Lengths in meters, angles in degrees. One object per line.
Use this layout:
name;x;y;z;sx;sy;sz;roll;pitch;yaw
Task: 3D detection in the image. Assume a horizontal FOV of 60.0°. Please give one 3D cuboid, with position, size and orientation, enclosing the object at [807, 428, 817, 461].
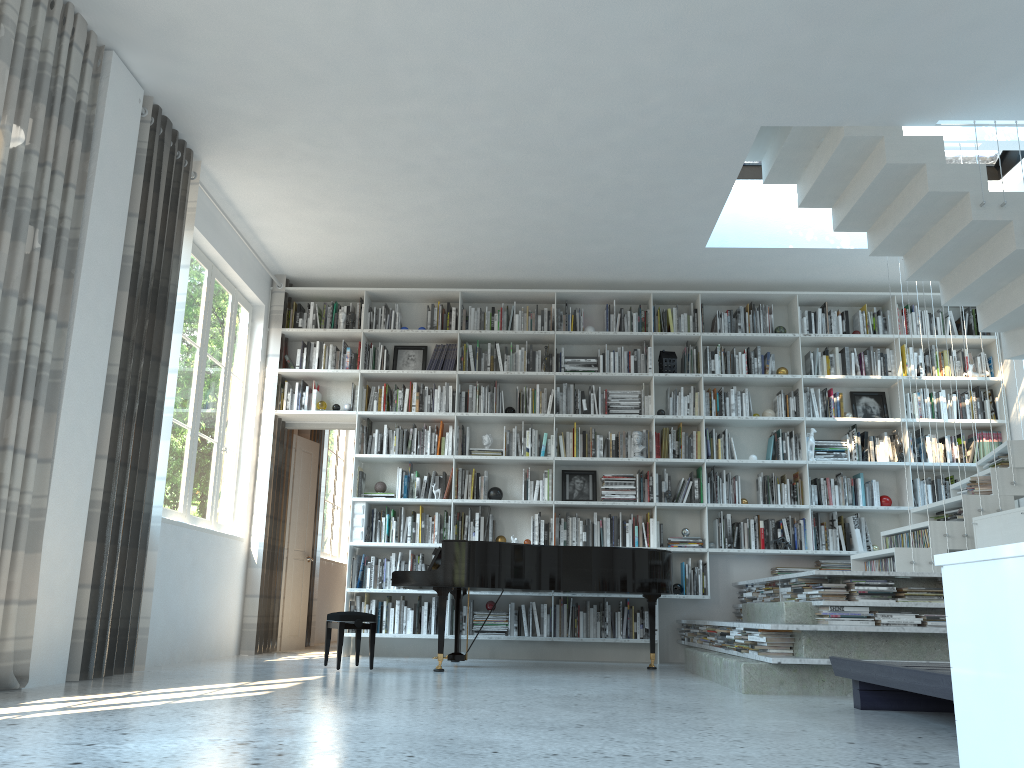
object;2.504;0.511;7.421;0.087;0.287;0.075;-9;-17;36

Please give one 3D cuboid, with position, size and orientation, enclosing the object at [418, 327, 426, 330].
object;-0.801;-0.466;7.899;0.082;0.083;0.083;6;-15;-20

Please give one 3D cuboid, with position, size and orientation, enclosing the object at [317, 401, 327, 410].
object;-1.657;0.189;7.731;0.087;0.087;0.087;12;-18;-38

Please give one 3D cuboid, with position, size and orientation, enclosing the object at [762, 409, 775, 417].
object;2.216;0.273;7.652;0.112;0.112;0.112;6;-15;-20

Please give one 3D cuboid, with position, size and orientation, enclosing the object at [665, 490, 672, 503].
object;1.298;0.935;7.357;0.054;0.113;0.079;1;-14;1

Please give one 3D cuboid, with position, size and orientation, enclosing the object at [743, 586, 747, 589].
object;1.984;1.668;7.261;0.131;0.024;0.291;0;-14;4

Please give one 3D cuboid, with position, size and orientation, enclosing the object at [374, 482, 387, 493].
object;-1.125;0.888;7.588;0.105;0.106;0.105;6;-15;-20

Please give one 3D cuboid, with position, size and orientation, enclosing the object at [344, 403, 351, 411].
object;-1.434;0.206;7.749;0.071;0.072;0.071;6;-15;-20

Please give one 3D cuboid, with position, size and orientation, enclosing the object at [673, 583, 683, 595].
object;1.347;1.672;7.221;0.094;0.094;0.094;12;-18;-38

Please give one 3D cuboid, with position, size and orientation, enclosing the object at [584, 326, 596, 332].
object;0.686;-0.461;7.842;0.105;0.105;0.105;6;-15;-20

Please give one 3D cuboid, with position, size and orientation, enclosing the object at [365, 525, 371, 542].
object;-1.199;1.251;7.378;0.045;0.146;0.045;-10;-18;39

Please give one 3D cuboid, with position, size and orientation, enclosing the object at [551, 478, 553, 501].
object;0.343;0.920;7.578;0.017;0.215;0.104;1;-14;2

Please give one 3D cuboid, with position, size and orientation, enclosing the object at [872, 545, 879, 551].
object;3.008;1.369;7.358;0.071;0.072;0.071;12;-18;-38

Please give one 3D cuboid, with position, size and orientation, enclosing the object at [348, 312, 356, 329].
object;-1.416;-0.545;7.822;0.067;0.197;0.068;-12;-19;43

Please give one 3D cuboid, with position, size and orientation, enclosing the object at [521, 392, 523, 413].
object;0.086;0.196;7.754;0.010;0.225;0.143;1;-14;2

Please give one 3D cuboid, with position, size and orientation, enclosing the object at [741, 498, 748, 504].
object;1.951;0.999;7.470;0.071;0.072;0.071;12;-18;-38

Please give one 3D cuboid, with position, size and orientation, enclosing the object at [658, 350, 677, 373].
object;1.356;-0.175;7.719;0.135;0.247;0.136;3;-14;-8

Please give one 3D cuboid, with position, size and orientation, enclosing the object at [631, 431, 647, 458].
object;1.063;0.521;7.491;0.137;0.243;0.138;10;-16;-31

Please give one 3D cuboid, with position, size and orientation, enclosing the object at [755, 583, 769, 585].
object;1.951;1.508;6.686;0.159;0.007;0.286;1;-14;-1

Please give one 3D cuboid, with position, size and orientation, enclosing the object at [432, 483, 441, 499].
object;-0.636;0.900;7.427;0.082;0.139;0.044;5;-14;-14

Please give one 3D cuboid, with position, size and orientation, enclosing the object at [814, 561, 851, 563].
object;2.674;1.482;7.355;0.285;0.005;0.160;1;-14;2

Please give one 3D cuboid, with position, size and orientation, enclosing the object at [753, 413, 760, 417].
object;2.100;0.287;7.628;0.068;0.068;0.068;6;-15;-20

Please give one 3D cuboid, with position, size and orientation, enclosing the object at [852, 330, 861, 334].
object;2.995;-0.431;7.711;0.071;0.072;0.071;12;-18;-38

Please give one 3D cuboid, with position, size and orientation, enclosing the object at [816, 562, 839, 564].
object;2.673;1.487;7.353;0.254;0.005;0.161;1;-14;2

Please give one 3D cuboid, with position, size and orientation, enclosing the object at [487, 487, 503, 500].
object;-0.142;0.943;7.545;0.134;0.135;0.134;12;-18;-38

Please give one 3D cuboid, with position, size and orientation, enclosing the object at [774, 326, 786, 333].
object;2.340;-0.454;7.737;0.104;0.105;0.104;12;-18;-38

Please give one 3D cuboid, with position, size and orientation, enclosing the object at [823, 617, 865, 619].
object;1.926;1.360;5.157;0.204;0.004;0.140;0;-14;5

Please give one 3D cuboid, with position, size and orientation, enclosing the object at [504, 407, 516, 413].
object;-0.017;0.245;7.693;0.097;0.098;0.097;12;-18;-38

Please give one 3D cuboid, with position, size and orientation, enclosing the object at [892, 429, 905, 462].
object;3.236;0.524;7.415;0.087;0.287;0.075;-9;-17;36

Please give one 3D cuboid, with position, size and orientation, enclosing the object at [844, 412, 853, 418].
object;2.872;0.284;7.602;0.092;0.092;0.091;12;-18;-38

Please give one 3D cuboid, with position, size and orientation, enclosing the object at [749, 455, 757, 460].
object;2.044;0.635;7.521;0.071;0.072;0.071;12;-18;-38

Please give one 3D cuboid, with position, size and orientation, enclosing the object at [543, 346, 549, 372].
object;0.304;-0.207;7.690;0.075;0.254;0.075;6;-15;-19

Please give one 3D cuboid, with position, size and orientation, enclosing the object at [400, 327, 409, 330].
object;-0.958;-0.468;7.904;0.082;0.083;0.083;6;-15;-20

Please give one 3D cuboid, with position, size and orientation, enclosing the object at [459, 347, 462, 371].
object;-0.450;-0.180;7.856;0.012;0.253;0.161;1;-14;2

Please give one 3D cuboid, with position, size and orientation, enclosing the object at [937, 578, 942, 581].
object;2.717;1.160;5.292;0.284;0.030;0.177;1;-14;2

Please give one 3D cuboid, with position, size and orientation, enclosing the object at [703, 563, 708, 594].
object;1.588;1.603;7.266;0.011;0.259;0.142;1;-14;2

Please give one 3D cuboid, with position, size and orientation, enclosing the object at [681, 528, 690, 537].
object;1.438;1.228;7.342;0.071;0.072;0.071;12;-18;-38

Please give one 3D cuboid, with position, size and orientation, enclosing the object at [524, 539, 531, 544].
object;0.130;1.327;7.409;0.061;0.062;0.061;12;-18;-38

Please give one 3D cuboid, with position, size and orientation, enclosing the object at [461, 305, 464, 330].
object;-0.442;-0.551;7.948;0.012;0.284;0.160;1;-14;2

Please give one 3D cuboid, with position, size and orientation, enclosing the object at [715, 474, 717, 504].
object;1.721;0.911;7.534;0.007;0.265;0.135;1;-14;2

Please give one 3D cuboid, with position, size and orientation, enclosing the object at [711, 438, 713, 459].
object;1.700;0.579;7.599;0.013;0.207;0.140;1;-14;2

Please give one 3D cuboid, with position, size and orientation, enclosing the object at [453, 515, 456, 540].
object;-0.479;1.242;7.507;0.012;0.253;0.161;1;-14;2

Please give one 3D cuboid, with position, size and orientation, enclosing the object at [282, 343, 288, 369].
object;-2.026;-0.223;7.897;0.035;0.295;0.177;1;-14;2

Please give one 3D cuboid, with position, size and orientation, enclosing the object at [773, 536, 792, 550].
object;2.206;1.300;7.231;0.160;0.113;0.065;4;-14;-10

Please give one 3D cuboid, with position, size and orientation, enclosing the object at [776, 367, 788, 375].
object;2.333;-0.096;7.655;0.100;0.101;0.101;6;-15;-20

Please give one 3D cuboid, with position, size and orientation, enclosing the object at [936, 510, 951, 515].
object;3.189;0.935;6.433;0.161;0.025;0.175;0;-14;6

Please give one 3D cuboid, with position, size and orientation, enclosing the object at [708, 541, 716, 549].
object;1.663;1.349;7.388;0.071;0.072;0.071;12;-18;-38

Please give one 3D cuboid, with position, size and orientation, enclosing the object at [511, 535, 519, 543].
object;0.025;1.305;7.393;0.060;0.094;0.078;-3;-15;18

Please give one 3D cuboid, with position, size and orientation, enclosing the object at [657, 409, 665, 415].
object;1.276;0.252;7.587;0.071;0.072;0.071;12;-18;-38

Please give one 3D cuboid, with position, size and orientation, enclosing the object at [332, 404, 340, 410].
object;-1.540;0.210;7.772;0.071;0.072;0.071;6;-15;-20

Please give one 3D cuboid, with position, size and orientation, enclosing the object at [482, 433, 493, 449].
object;-0.214;0.498;7.678;0.095;0.156;0.121;-3;-15;15

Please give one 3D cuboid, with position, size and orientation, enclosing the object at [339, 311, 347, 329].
object;-1.497;-0.546;7.824;0.067;0.197;0.068;-12;-19;43

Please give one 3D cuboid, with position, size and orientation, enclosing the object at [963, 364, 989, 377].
object;3.953;-0.105;7.563;0.203;0.136;0.095;-3;-15;17

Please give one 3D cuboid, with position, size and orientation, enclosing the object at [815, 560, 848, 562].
object;2.673;1.468;7.346;0.285;0.005;0.160;-1;-15;7

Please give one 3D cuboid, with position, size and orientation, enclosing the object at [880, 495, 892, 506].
object;3.119;0.990;7.424;0.115;0.116;0.115;6;-15;-20

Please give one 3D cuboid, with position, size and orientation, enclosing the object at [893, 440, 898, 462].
object;3.240;0.594;7.541;0.022;0.211;0.179;1;-14;2

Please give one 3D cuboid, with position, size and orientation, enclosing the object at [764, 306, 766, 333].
object;2.231;-0.525;7.859;0.006;0.297;0.130;1;-14;2

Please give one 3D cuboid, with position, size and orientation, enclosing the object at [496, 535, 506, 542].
object;-0.093;1.320;7.461;0.091;0.091;0.091;6;-15;-20

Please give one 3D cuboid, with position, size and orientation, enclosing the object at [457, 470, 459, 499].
object;-0.460;0.882;7.607;0.012;0.269;0.131;1;-14;2
